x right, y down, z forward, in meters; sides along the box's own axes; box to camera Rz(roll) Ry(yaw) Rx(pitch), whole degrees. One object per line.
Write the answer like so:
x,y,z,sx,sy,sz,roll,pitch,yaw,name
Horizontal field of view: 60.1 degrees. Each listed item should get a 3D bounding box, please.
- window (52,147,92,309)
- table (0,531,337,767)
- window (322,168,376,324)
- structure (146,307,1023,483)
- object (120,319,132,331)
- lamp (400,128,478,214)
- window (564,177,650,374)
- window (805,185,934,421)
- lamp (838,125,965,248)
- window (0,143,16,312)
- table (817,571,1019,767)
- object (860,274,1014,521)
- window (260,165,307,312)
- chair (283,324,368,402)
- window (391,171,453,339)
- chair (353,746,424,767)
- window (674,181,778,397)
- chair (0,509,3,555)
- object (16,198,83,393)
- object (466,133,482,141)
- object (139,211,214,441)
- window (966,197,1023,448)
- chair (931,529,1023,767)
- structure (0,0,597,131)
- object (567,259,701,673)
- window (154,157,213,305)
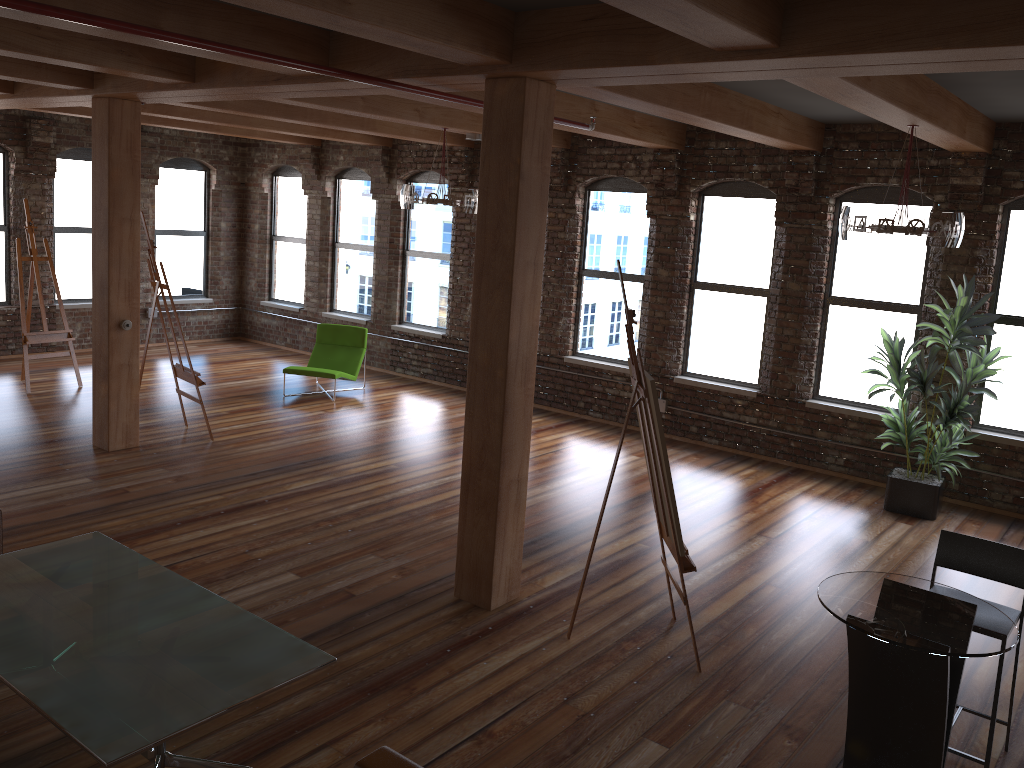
-5.964,-2.183,12.420,0.219,2.204,0.971,10,11,37,window
-1.734,1.251,3.737,1.878,0.556,0.942,12,13,37,table
-2.325,-2.031,12.900,0.972,2.200,0.232,11,11,37,window
0.810,-0.029,10.455,13.750,0.311,1.640,10,13,30,structure
-3.401,-0.519,7.824,0.061,0.095,0.096,11,12,37,object
-0.686,-2.121,8.774,0.809,0.809,0.815,1,10,-17,lamp
1.140,-1.287,10.262,0.972,2.200,0.237,11,11,37,window
3.451,-0.791,8.500,0.972,2.200,0.236,11,11,37,window
2.738,-1.385,6.165,0.809,0.809,0.815,2,10,-10,lamp
-6.865,-2.016,11.262,0.222,2.213,0.971,10,11,37,window
1.548,1.334,3.544,0.722,0.918,0.726,-1,11,-28,table
3.610,0.072,7.689,0.968,2.089,1.086,-3,11,-39,object
-3.501,-2.283,13.796,0.972,2.200,0.233,11,11,37,window
-2.283,-0.285,10.889,0.681,0.791,0.962,6,10,12,chair
-1.169,-1.783,12.019,0.972,2.200,0.234,11,11,37,window
-0.435,1.522,2.338,0.834,0.730,1.067,11,12,37,chair
2.294,-1.039,9.379,0.972,2.200,0.233,11,11,37,window
-3.469,0.837,4.819,1.066,0.730,0.835,-5,13,-42,chair
-5.428,-1.034,10.141,0.687,2.126,0.664,9,10,32,object
-0.378,-2.555,9.142,0.148,0.071,0.146,12,13,37,object
-3.255,-0.538,8.335,0.686,2.126,0.665,-4,12,-42,object
4.606,-0.543,7.619,0.972,2.200,0.236,11,11,37,window
2.054,1.236,4.041,0.431,0.975,0.468,11,11,37,chair
-1.443,-1.642,4.205,0.051,0.111,6.830,10,13,37,structure
0.724,0.399,4.874,0.685,2.126,0.707,3,9,-3,object
-5.052,-2.347,13.590,0.219,2.204,0.971,10,11,37,window
